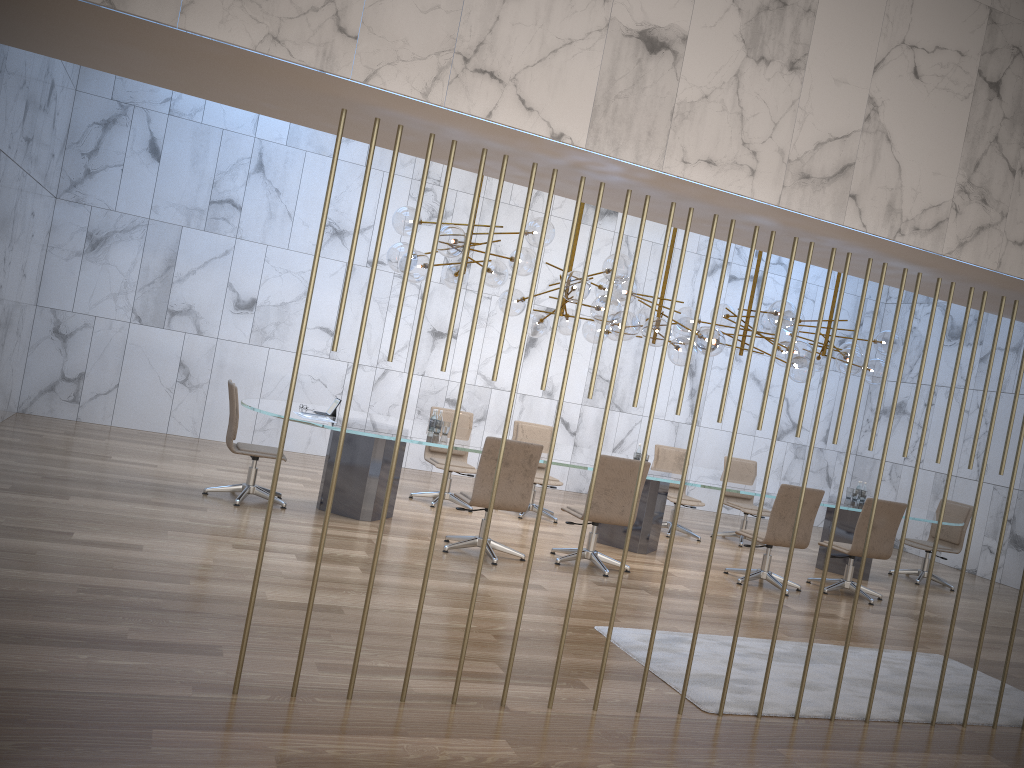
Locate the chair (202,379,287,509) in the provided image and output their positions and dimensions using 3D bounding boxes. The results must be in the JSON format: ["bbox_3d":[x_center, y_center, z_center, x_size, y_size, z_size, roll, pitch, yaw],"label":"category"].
[{"bbox_3d":[-2.246,0.514,7.724,0.697,1.000,0.726,11,1,-20],"label":"chair"}]

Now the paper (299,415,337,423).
[{"bbox_3d":[-1.618,0.290,7.377,0.290,0.001,0.210,10,1,-28],"label":"paper"}]

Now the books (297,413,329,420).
[{"bbox_3d":[-1.676,0.273,7.483,0.205,0.012,0.239,10,1,-33],"label":"books"}]

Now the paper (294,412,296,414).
[{"bbox_3d":[-1.719,0.269,7.599,0.290,0.001,0.210,10,1,-23],"label":"paper"}]

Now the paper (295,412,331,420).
[{"bbox_3d":[-1.708,0.271,7.591,0.290,0.001,0.210,10,1,-22],"label":"paper"}]

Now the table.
[{"bbox_3d":[1.228,1.237,9.057,7.924,0.835,2.092,11,1,-21],"label":"table"}]

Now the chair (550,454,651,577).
[{"bbox_3d":[0.761,1.088,7.672,0.726,1.000,0.697,11,1,-21],"label":"chair"}]

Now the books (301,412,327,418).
[{"bbox_3d":[-1.693,0.264,7.572,0.205,0.012,0.126,10,1,-24],"label":"books"}]

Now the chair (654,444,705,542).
[{"bbox_3d":[1.956,1.278,10.520,0.726,1.000,0.697,11,1,-21],"label":"chair"}]

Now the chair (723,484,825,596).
[{"bbox_3d":[2.463,1.404,8.326,0.726,1.000,0.697,11,1,-21],"label":"chair"}]

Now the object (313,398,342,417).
[{"bbox_3d":[-1.661,0.195,7.954,0.205,0.159,0.255,11,1,-21],"label":"object"}]

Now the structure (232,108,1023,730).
[{"bbox_3d":[2.394,0.693,4.928,7.223,2.456,0.023,11,1,-21],"label":"structure"}]

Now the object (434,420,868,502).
[{"bbox_3d":[1.612,0.825,9.128,5.112,0.117,0.183,11,1,-21],"label":"object"}]

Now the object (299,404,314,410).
[{"bbox_3d":[-1.884,0.212,8.151,0.096,0.037,0.134,10,1,-42],"label":"object"}]

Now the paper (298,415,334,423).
[{"bbox_3d":[-1.619,0.291,7.377,0.290,0.001,0.210,10,1,-28],"label":"paper"}]

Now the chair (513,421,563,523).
[{"bbox_3d":[0.258,0.963,9.868,0.726,1.000,0.697,11,1,-21],"label":"chair"}]

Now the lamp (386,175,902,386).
[{"bbox_3d":[1.644,-1.546,8.980,5.672,2.716,1.557,11,1,-21],"label":"lamp"}]

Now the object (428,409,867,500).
[{"bbox_3d":[1.617,0.776,9.177,5.189,0.213,0.124,11,1,-21],"label":"object"}]

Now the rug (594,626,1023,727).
[{"bbox_3d":[2.143,1.871,5.671,3.025,0.034,1.320,11,1,-21],"label":"rug"}]

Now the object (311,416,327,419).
[{"bbox_3d":[-1.611,0.281,7.418,0.011,0.011,0.158,12,1,44],"label":"object"}]

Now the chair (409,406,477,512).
[{"bbox_3d":[-0.651,0.794,9.518,0.726,1.000,0.697,11,1,-21],"label":"chair"}]

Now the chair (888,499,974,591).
[{"bbox_3d":[4.972,1.854,10.490,0.697,1.000,0.726,11,1,-20],"label":"chair"}]

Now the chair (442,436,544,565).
[{"bbox_3d":[-0.158,0.917,7.319,0.726,1.000,0.697,11,1,-21],"label":"chair"}]

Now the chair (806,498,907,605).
[{"bbox_3d":[3.376,1.574,8.677,0.726,1.000,0.697,11,1,-21],"label":"chair"}]

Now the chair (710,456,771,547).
[{"bbox_3d":[2.876,1.449,10.874,0.726,1.000,0.697,11,1,-21],"label":"chair"}]
